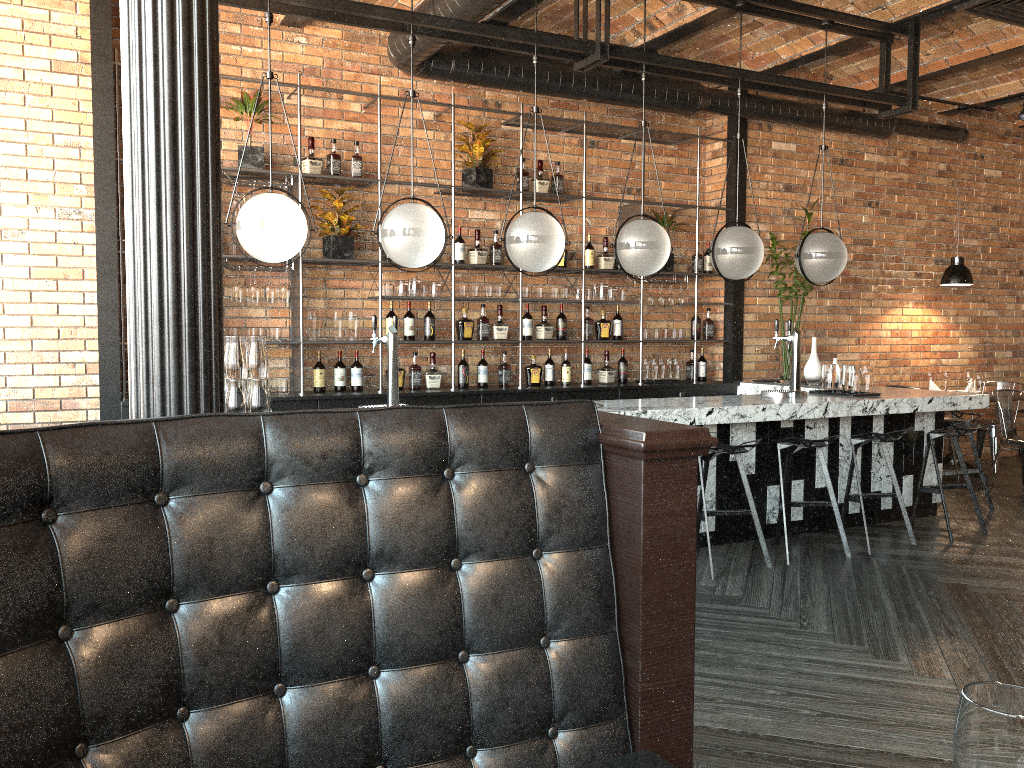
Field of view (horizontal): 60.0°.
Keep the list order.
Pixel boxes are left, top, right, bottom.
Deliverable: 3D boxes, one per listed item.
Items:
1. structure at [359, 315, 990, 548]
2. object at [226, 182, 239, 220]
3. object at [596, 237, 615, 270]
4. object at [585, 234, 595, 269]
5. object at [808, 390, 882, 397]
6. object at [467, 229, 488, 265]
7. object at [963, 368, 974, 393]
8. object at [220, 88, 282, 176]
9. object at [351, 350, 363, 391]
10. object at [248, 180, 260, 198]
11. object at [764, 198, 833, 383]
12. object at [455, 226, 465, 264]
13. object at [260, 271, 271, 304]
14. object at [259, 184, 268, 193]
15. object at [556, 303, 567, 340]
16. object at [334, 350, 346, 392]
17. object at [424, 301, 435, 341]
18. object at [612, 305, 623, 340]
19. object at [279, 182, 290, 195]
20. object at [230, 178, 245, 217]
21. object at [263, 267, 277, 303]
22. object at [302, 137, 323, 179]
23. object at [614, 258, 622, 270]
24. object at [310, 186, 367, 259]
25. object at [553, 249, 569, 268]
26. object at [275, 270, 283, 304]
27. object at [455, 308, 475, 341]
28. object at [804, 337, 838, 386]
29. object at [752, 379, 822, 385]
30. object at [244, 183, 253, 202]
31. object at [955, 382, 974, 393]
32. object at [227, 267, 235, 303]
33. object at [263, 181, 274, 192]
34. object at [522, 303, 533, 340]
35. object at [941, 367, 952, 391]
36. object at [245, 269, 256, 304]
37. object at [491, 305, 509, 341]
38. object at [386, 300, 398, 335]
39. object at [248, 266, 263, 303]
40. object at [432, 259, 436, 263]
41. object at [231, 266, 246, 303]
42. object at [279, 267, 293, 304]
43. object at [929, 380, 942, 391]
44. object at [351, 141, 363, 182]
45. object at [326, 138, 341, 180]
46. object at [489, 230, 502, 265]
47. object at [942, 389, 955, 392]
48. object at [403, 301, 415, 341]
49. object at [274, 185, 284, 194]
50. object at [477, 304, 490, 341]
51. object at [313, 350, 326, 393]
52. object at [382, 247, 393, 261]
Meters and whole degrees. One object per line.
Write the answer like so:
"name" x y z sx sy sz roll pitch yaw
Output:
"structure" 0.596 0.271 6.006 5.346 1.430 1.930 -2 4 -27
"object" -1.902 -1.248 6.045 0.092 0.244 0.092 -1 4 -21
"object" 0.774 -1.071 7.318 0.123 0.279 0.123 -1 4 -18
"object" 0.634 -1.078 7.269 0.086 0.299 0.086 2 4 22
"object" 2.358 0.065 6.293 0.273 0.019 0.437 -2 4 -27
"object" -0.263 -1.042 6.793 0.123 0.279 0.123 -3 5 -38
"object" 4.241 -0.022 8.233 0.092 0.244 0.092 -1 4 -21
"object" -1.778 -1.711 6.025 0.377 0.554 0.422 -3 5 -39
"object" -1.125 -0.097 6.440 0.086 0.298 0.086 2 4 22
"object" -1.729 -1.241 5.948 0.092 0.244 0.092 -1 4 -21
"object" 2.413 -0.782 7.565 0.584 1.546 0.673 1 4 12
"object" -0.398 -1.050 6.748 0.086 0.298 0.086 2 4 22
"object" -1.717 -0.681 6.175 0.092 0.244 0.092 -1 4 -21
"object" -1.715 -1.253 6.140 0.092 0.244 0.092 -1 4 -21
"object" 0.401 -0.503 7.185 0.086 0.299 0.086 2 4 22
"object" -1.242 -0.096 6.407 0.086 0.298 0.086 2 4 22
"object" -0.620 -0.474 6.667 0.086 0.297 0.086 2 4 22
"object" 0.887 -0.516 7.442 0.086 0.298 0.086 2 4 22
"object" -1.548 -1.246 6.040 0.092 0.244 0.092 -1 4 -21
"object" -1.827 -1.238 5.898 0.092 0.244 0.092 -1 4 -21
"object" -1.643 -0.672 6.029 0.092 0.244 0.092 -1 4 -21
"object" -1.401 -1.583 6.197 0.123 0.279 0.123 -3 5 -38
"object" 0.900 -1.086 7.401 0.086 0.297 0.086 2 4 22
"object" -1.229 -1.136 6.281 0.430 0.526 0.425 -1 4 -15
"object" 0.383 -1.045 7.136 0.151 0.248 0.094 0 4 2
"object" -1.625 -0.684 6.222 0.092 0.244 0.092 -1 4 -21
"object" -0.361 -0.455 6.796 0.151 0.248 0.094 -3 5 -38
"object" 2.560 -0.183 7.268 0.316 0.397 0.319 2 4 22
"object" 2.387 -0.017 7.632 0.622 0.014 0.622 3 4 36
"object" -1.804 -1.251 6.095 0.092 0.244 0.092 -1 4 -21
"object" 4.373 0.022 8.483 0.232 0.139 0.232 1 4 5
"object" -1.904 -0.676 6.081 0.092 0.244 0.092 -1 4 -21
"object" -1.641 -1.244 5.993 0.092 0.244 0.092 -1 4 -21
"object" 0.122 -0.495 7.048 0.086 0.298 0.086 2 4 22
"object" 4.152 -0.037 8.480 0.092 0.244 0.092 -1 4 -21
"object" -1.806 -0.679 6.131 0.092 0.244 0.092 -1 4 -21
"object" -0.094 -0.477 6.916 0.123 0.279 0.123 -1 4 -13
"object" -0.887 -0.466 6.536 0.086 0.299 0.086 2 4 22
"object" -1.731 -0.669 5.984 0.092 0.244 0.092 -1 4 -21
"object" -0.610 -1.043 6.648 0.086 0.298 0.086 2 4 22
"object" -1.829 -0.667 5.934 0.092 0.244 0.092 -1 4 -21
"object" -1.550 -0.675 6.076 0.092 0.244 0.092 -1 4 -21
"object" 3.974 0.033 8.287 0.232 0.139 0.232 -2 4 -33
"object" -1.111 -1.593 6.342 0.083 0.282 0.083 -1 4 -12
"object" -1.259 -1.589 6.267 0.083 0.282 0.083 -3 5 -42
"object" -0.126 -1.049 6.878 0.083 0.282 0.083 -2 4 -27
"object" 4.266 0.062 8.720 0.255 0.019 0.157 -2 4 -26
"object" -0.768 -0.472 6.624 0.086 0.298 0.086 2 4 22
"object" -1.623 -1.256 6.186 0.092 0.244 0.092 -1 4 -21
"object" -0.224 -0.477 6.865 0.083 0.282 0.083 -2 4 -27
"object" -1.371 -0.089 6.314 0.086 0.299 0.086 2 4 22
"object" -0.900 -1.027 6.486 0.083 0.282 0.083 -3 5 -42
